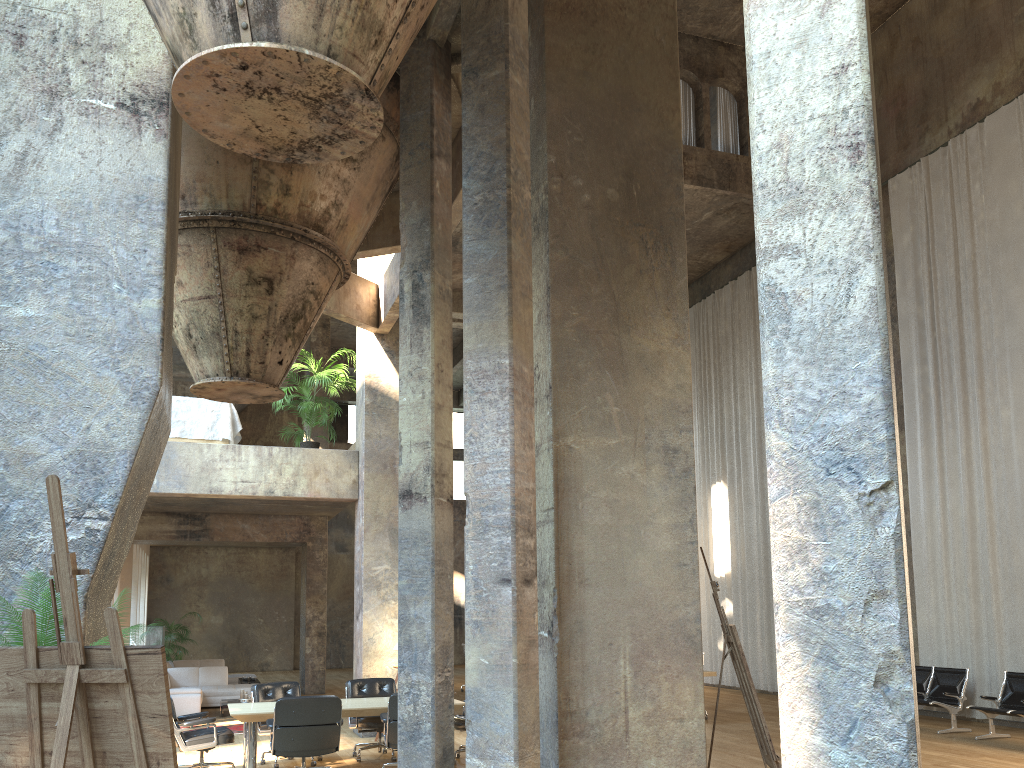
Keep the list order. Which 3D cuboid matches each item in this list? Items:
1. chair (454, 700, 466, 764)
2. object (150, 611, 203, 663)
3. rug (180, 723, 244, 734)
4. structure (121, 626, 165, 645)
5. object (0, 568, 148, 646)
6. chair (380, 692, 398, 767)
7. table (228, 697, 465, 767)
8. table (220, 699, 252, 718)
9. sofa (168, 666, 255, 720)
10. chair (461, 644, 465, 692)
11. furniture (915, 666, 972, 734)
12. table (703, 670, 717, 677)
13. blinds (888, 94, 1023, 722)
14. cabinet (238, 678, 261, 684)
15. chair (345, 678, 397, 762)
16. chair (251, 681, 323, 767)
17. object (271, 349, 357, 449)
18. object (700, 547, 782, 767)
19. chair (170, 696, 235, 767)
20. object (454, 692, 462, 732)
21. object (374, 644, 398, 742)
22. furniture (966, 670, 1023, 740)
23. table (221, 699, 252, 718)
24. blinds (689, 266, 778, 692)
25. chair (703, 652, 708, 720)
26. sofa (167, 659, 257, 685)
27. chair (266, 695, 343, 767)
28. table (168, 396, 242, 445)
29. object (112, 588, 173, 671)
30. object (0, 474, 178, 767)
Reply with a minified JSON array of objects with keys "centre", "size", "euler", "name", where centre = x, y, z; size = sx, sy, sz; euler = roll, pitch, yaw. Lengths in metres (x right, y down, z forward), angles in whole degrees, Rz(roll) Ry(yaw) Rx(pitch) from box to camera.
[{"centre":[-0.326,3.821,9.986],"size":[0.823,0.874,0.744],"euler":[4,-11,-23],"name":"chair"},{"centre":[-8.056,6.274,20.708],"size":[1.402,1.776,1.385],"euler":[2,-10,-13],"name":"object"},{"centre":[-3.883,5.145,13.161],"size":[2.467,0.009,1.375],"euler":[4,-16,-19],"name":"rug"},{"centre":[-4.872,3.930,11.424],"size":[0.595,1.516,0.757],"euler":[2,-9,-19],"name":"structure"},{"centre":[-2.113,1.292,4.074],"size":[0.688,0.920,0.878],"euler":[-1,-11,1],"name":"object"},{"centre":[-0.979,3.563,8.973],"size":[0.730,0.874,0.839],"euler":[2,-11,-12],"name":"chair"},{"centre":[-1.798,3.802,9.479],"size":[2.415,0.686,1.128],"euler":[4,-14,-19],"name":"table"},{"centre":[-4.507,5.503,14.925],"size":[0.861,0.241,0.378],"euler":[4,-14,-19],"name":"table"},{"centre":[-5.407,5.476,15.701],"size":[2.068,0.706,2.991],"euler":[4,-15,-18],"name":"sofa"},{"centre":[-0.750,6.143,19.035],"size":[0.699,1.005,0.679],"euler":[2,-10,-13],"name":"chair"},{"centre":[5.547,4.440,12.538],"size":[0.709,0.824,1.911],"euler":[3,-14,-19],"name":"furniture"},{"centre":[1.003,5.514,16.235],"size":[1.604,0.742,7.879],"euler":[4,-15,-18],"name":"table"},{"centre":[7.528,-0.135,10.442],"size":[0.275,8.467,7.991],"euler":[2,-11,-18],"name":"blinds"},{"centre":[-5.408,6.287,18.102],"size":[0.396,0.361,1.595],"euler":[3,-15,-19],"name":"cabinet"},{"centre":[-1.560,3.928,10.329],"size":[0.732,0.874,0.837],"euler":[4,-12,-25],"name":"chair"},{"centre":[-2.506,3.846,9.972],"size":[0.831,0.874,0.737],"euler":[-11,-15,44],"name":"chair"},{"centre":[-3.035,0.284,13.624],"size":[1.402,1.772,1.385],"euler":[2,-10,-13],"name":"object"},{"centre":[1.660,2.253,6.421],"size":[0.685,2.104,0.715],"euler":[-2,-8,7],"name":"object"},{"centre":[-3.208,3.602,9.009],"size":[0.823,0.874,0.744],"euler":[4,-12,-24],"name":"chair"},{"centre":[-1.155,3.961,12.767],"size":[0.686,2.104,0.714],"euler":[2,-9,-20],"name":"object"},{"centre":[-1.553,4.104,11.738],"size":[0.572,1.271,0.671],"euler":[2,-10,-19],"name":"object"},{"centre":[6.328,3.841,10.299],"size":[0.709,0.824,1.911],"euler":[3,-14,-19],"name":"furniture"},{"centre":[-4.627,5.616,15.268],"size":[0.792,0.198,1.134],"euler":[4,-15,-18],"name":"table"},{"centre":[4.702,2.035,18.545],"size":[0.275,8.467,7.991],"euler":[2,-11,-18],"name":"blinds"},{"centre":[-0.065,4.474,12.706],"size":[12.977,1.010,32.176],"euler":[4,-16,-18],"name":"chair"},{"centre":[-6.782,6.532,19.640],"size":[2.072,0.706,1.094],"euler":[4,-14,-19],"name":"sofa"},{"centre":[-2.035,3.482,8.611],"size":[0.731,0.874,0.838],"euler":[3,-11,-18],"name":"chair"},{"centre":[-4.901,0.654,13.007],"size":[1.753,0.785,1.139],"euler":[4,-13,-19],"name":"table"},{"centre":[-2.898,1.912,6.386],"size":[0.860,0.921,0.702],"euler":[2,-11,-16],"name":"object"},{"centre":[-1.510,1.406,3.048],"size":[0.702,2.104,0.697],"euler":[-2,-8,10],"name":"object"}]
